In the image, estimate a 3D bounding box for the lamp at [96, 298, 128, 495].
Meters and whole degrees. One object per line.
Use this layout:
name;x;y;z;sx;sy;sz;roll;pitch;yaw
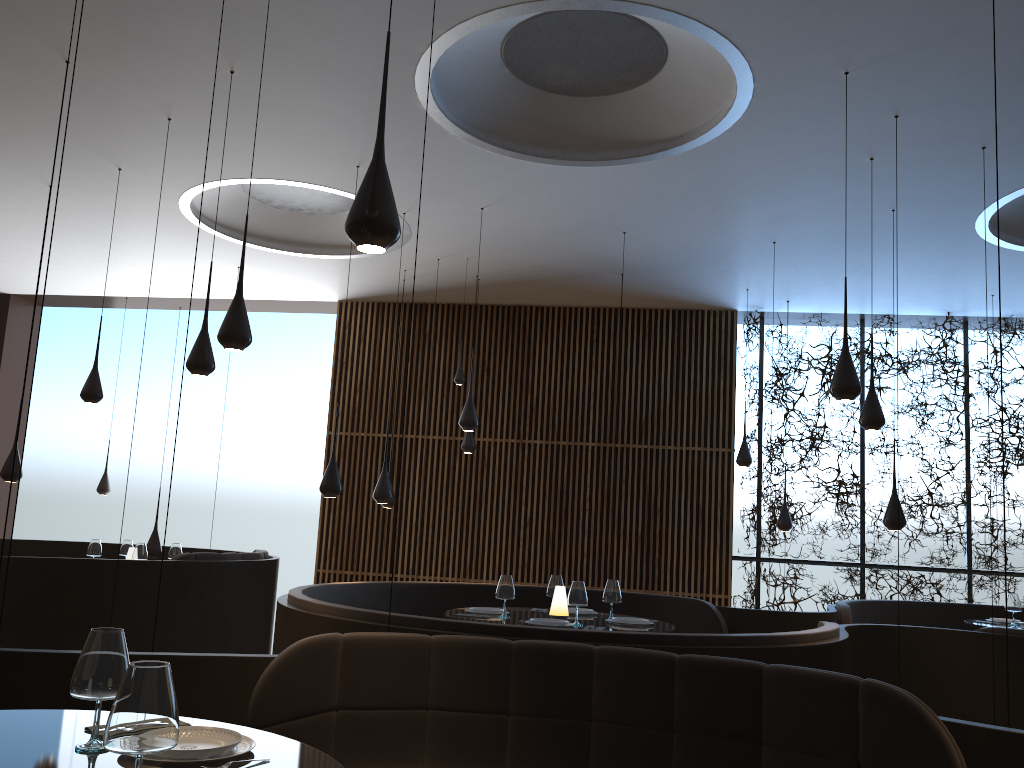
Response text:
lamp;-5.894;0.164;13.165;0.196;2.950;0.196;-2;-10;32

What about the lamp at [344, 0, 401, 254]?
lamp;-0.426;-1.562;3.232;0.196;2.216;0.196;9;-10;-37

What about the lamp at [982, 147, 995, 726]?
lamp;3.499;1.252;6.470;0.196;6.253;0.196;-4;-11;42

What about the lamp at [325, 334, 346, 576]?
lamp;-2.400;2.421;11.415;0.196;6.253;0.196;6;-8;-17

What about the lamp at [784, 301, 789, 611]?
lamp;3.417;2.022;11.089;0.196;6.253;0.196;-2;-10;32

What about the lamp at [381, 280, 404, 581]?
lamp;-1.579;1.739;11.090;0.196;6.253;0.196;1;-8;15

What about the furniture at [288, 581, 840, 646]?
furniture;0.265;2.151;6.433;3.793;1.114;3.893;6;-10;-17

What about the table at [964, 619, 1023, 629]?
table;5.105;2.781;8.153;1.675;1.020;1.676;9;-11;-31

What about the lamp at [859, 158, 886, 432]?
lamp;2.863;-0.732;7.051;0.196;2.216;0.196;-4;-11;42

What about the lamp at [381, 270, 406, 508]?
lamp;-1.419;0.036;10.887;0.196;2.950;0.196;4;-8;-7

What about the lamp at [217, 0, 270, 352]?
lamp;-1.537;-1.288;5.245;0.196;2.216;0.196;3;-8;3

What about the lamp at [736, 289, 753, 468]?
lamp;2.884;-0.084;10.932;0.196;2.216;0.196;-4;-11;42

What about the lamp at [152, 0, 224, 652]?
lamp;-1.664;0.595;4.291;0.196;6.253;0.196;-2;-10;32

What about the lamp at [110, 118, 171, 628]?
lamp;-2.963;0.938;6.776;0.196;6.253;0.196;1;-8;12

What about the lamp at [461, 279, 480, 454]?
lamp;-0.482;-0.237;11.153;0.196;2.216;0.196;-2;-10;32

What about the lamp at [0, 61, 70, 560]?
lamp;-3.375;0.775;5.944;0.196;6.253;0.196;1;-8;12

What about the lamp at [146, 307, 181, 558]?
lamp;-4.051;0.544;10.400;0.196;2.950;0.196;9;-10;-37

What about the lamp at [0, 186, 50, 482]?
lamp;-4.704;-0.522;8.669;0.196;2.950;0.196;-4;-11;42

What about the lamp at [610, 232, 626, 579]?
lamp;1.002;1.509;8.841;0.196;6.253;0.196;9;-10;-37

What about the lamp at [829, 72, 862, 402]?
lamp;2.178;-0.987;5.784;0.196;2.216;0.196;-4;-11;42

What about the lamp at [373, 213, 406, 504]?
lamp;-1.186;-0.289;8.874;0.196;2.950;0.196;9;-10;-37

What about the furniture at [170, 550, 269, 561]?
furniture;-3.138;2.273;9.272;0.931;1.056;2.541;3;-9;3

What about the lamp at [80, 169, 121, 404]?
lamp;-3.744;-0.919;8.169;0.196;2.216;0.196;-4;-11;42

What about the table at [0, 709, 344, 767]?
table;-1.198;1.355;1.778;1.674;1.020;1.677;-5;-12;42

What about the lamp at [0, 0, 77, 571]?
lamp;-2.345;0.530;4.138;0.196;6.253;0.196;4;-8;-7

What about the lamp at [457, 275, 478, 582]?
lamp;-0.615;1.731;10.712;0.196;6.253;0.196;1;-8;15

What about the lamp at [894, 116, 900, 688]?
lamp;2.638;1.134;6.052;0.196;6.253;0.196;-4;-11;42

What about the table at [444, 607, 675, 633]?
table;0.313;2.215;6.398;1.672;1.020;1.679;0;-10;17

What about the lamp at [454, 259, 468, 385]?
lamp;-0.570;-0.736;10.368;0.133;1.503;0.133;3;-8;2

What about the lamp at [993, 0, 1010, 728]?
lamp;1.860;0.635;3.342;0.196;6.253;0.196;-4;-11;42

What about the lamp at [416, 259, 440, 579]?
lamp;-1.049;1.605;10.111;0.196;6.253;0.196;-2;-10;35

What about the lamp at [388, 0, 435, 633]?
lamp;-0.537;0.631;4.126;0.196;6.253;0.196;-4;-11;42

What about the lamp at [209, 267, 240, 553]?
lamp;-3.680;1.595;10.937;0.196;6.253;0.196;6;-8;-17

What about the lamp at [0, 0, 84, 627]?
lamp;-2.029;0.464;3.635;0.196;6.253;0.196;4;-8;-7

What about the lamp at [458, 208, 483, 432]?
lamp;-0.358;-0.646;8.655;0.196;2.216;0.196;3;-8;2

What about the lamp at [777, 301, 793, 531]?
lamp;3.492;0.382;11.294;0.196;2.950;0.196;-4;-11;42

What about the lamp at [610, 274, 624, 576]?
lamp;1.161;1.763;10.308;0.196;6.253;0.196;6;-8;-17

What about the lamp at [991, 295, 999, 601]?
lamp;5.653;2.019;10.312;0.196;6.253;0.196;-2;-10;32

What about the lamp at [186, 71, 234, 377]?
lamp;-2.079;-1.149;6.231;0.196;2.216;0.196;1;-8;12

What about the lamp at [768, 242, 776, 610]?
lamp;2.584;1.606;8.885;0.196;6.253;0.196;9;-10;-37

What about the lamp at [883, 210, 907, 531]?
lamp;3.473;-0.161;8.060;0.196;2.950;0.196;3;-8;3

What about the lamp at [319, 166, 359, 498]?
lamp;-1.465;-0.493;7.750;0.196;2.950;0.196;7;-9;-27
